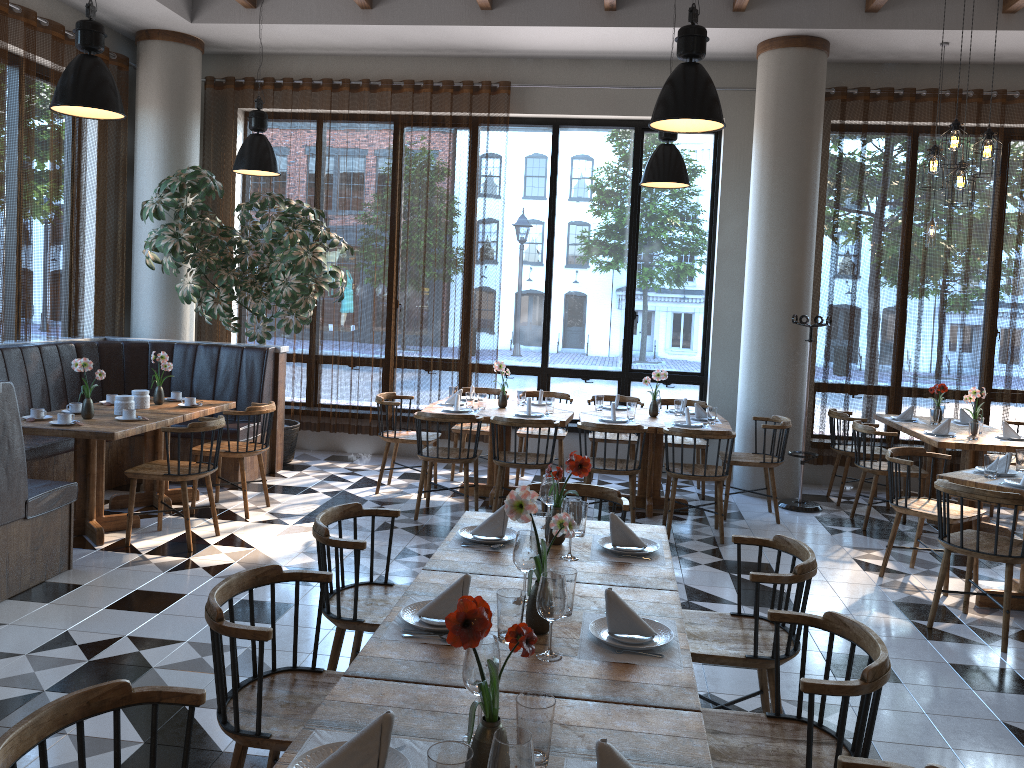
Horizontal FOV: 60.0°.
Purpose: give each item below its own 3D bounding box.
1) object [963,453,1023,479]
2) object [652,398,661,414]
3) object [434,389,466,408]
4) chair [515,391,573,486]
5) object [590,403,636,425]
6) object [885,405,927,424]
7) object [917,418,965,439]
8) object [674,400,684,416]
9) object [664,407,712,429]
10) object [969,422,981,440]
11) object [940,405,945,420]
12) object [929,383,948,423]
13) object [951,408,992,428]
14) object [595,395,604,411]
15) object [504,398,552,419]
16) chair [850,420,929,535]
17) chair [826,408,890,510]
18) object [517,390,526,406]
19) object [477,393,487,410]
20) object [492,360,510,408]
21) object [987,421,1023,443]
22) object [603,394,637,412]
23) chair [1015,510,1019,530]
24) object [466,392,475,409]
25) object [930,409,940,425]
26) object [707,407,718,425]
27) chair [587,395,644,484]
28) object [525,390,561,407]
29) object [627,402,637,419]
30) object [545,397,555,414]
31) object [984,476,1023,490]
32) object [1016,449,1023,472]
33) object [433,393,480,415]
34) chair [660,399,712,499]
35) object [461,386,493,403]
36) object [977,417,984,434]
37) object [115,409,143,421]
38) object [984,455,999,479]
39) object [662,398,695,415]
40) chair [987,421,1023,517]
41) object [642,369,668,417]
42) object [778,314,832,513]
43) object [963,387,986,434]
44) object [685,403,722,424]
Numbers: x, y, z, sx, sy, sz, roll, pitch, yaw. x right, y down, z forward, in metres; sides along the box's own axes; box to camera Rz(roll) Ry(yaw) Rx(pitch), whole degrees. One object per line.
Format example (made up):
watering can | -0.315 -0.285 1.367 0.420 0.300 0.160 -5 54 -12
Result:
object | 2.933 0.472 5.344 0.352 0.137 0.272 -1 6 -38
object | 1.219 0.189 7.490 0.080 0.132 0.080 2 4 -8
object | -0.496 0.108 7.482 0.272 0.137 0.353 3 5 7
chair | 0.285 0.500 8.190 0.519 0.815 0.551 3 4 7
object | 0.792 0.221 6.923 0.352 0.137 0.272 3 5 7
object | 3.496 0.254 7.877 0.272 0.137 0.353 3 5 7
object | 3.387 0.334 6.996 0.272 0.137 0.353 3 5 7
object | 1.399 0.203 7.431 0.080 0.132 0.080 2 4 -8
object | 1.361 0.254 6.854 0.352 0.137 0.272 3 5 7
object | 3.551 0.362 6.808 0.080 0.132 0.080 2 4 -8
object | 3.884 0.258 8.040 0.080 0.132 0.080 5 4 32
object | 3.742 0.163 7.797 0.156 0.354 0.171 5 4 29
object | 4.025 0.284 7.819 0.272 0.137 0.353 3 5 7
object | 0.740 0.163 7.523 0.080 0.132 0.080 2 4 -8
object | 0.134 0.183 7.003 0.352 0.137 0.272 3 5 7
chair | 2.992 0.731 7.090 0.550 0.815 0.521 3 4 7
chair | 3.096 0.655 7.926 0.550 0.815 0.521 3 4 7
object | 0.081 0.122 7.635 0.080 0.132 0.080 2 4 -8
object | -0.246 0.145 7.246 0.080 0.132 0.080 2 4 -8
object | -0.095 -0.001 7.434 0.146 0.399 0.207 3 4 6
object | 3.916 0.364 6.938 0.272 0.137 0.353 3 5 7
object | 0.914 0.151 7.714 0.352 0.137 0.272 3 5 7
chair | 4.286 0.806 6.932 0.550 0.815 0.521 3 4 7
object | -0.345 0.135 7.297 0.080 0.132 0.080 2 4 -8
object | 3.657 0.284 7.668 0.080 0.132 0.080 5 4 32
object | 1.579 0.253 6.994 0.080 0.132 0.080 2 4 -8
chair | 0.929 0.538 8.112 0.519 0.815 0.551 3 4 7
object | 0.255 0.113 7.794 0.352 0.137 0.272 3 5 7
object | 0.956 0.214 7.100 0.080 0.132 0.080 2 4 -8
object | 0.307 0.177 7.179 0.080 0.132 0.080 2 4 -8
object | 2.890 0.506 4.968 0.272 0.137 0.353 -1 6 -38
object | 3.139 0.474 5.449 0.080 0.132 0.080 1 4 -18
object | -0.439 0.150 7.073 0.352 0.137 0.272 3 5 7
chair | 1.536 0.573 8.038 0.519 0.815 0.551 3 4 7
object | -0.350 0.078 7.867 0.352 0.137 0.272 3 5 7
object | 3.777 0.336 7.179 0.080 0.132 0.080 2 4 -8
object | -2.534 0.205 5.863 0.176 0.067 0.176 7 7 42
object | 2.795 0.485 5.172 0.080 0.132 0.080 1 4 -18
object | 1.482 0.183 7.645 0.352 0.137 0.272 3 5 7
chair | 4.390 0.730 7.769 0.550 0.815 0.521 3 4 7
object | 1.168 0.074 7.264 0.207 0.399 0.146 3 3 12
object | 2.517 0.239 7.591 0.374 1.654 0.375 2 3 -11
object | 3.630 0.216 6.966 0.146 0.399 0.207 1 4 -29
object | 1.565 0.226 7.245 0.272 0.137 0.353 3 5 7
